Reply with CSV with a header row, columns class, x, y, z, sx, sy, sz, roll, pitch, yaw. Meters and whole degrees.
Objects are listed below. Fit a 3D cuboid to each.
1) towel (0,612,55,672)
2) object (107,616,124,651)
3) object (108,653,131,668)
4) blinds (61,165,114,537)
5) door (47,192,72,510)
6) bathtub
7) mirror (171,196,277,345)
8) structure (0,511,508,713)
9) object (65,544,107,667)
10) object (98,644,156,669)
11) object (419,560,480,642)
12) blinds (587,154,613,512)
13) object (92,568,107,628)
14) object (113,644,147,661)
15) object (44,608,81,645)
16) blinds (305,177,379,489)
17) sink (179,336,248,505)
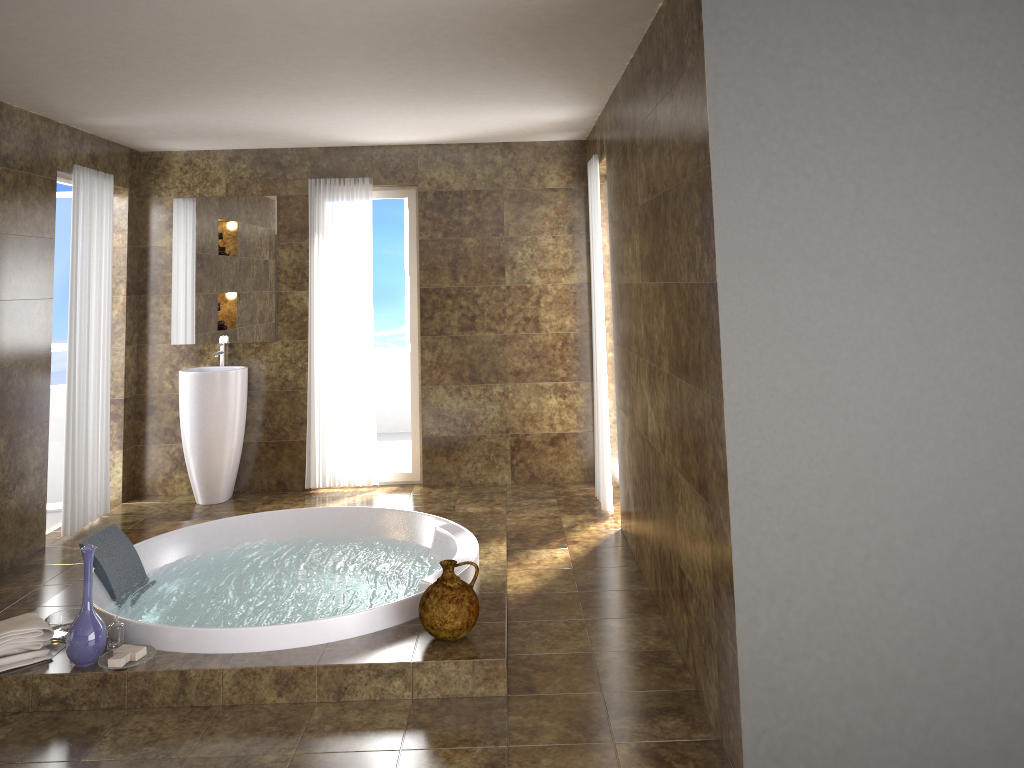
class,x,y,z,sx,sy,sz,roll,pitch,yaw
towel,-1.886,0.957,3.169,0.338,0.151,0.322,3,6,44
object,-1.490,0.933,3.251,0.057,0.116,0.057,1,-5,-38
object,-1.394,0.981,3.068,0.053,0.034,0.073,-2,4,0
blinds,-2.691,-0.261,5.541,0.068,2.296,0.590,-2,-5,0
door,-3.400,-0.244,6.000,0.962,2.247,0.039,-1,-6,-11
bathtub,-1.028,0.941,4.031,1.745,0.526,1.755,2,6,30
mirror,-2.121,-0.845,6.379,0.768,1.101,0.008,-2,-6,-1
structure,-1.026,0.949,4.032,2.004,0.125,2.004,-2,7,0
object,-1.544,0.797,3.141,0.136,0.423,0.134,-2,-5,7
object,-1.390,0.993,3.125,0.190,0.018,0.190,-3,7,-12
object,-0.239,0.815,3.276,0.230,0.277,0.228,-1,-1,-29
blinds,0.558,-0.369,5.680,0.069,2.297,0.476,-2,-6,0
object,-1.599,0.838,3.271,0.130,0.311,0.128,-2,-4,7
object,-1.387,0.976,3.138,0.100,0.032,0.061,0,4,15
object,-1.732,0.945,3.376,0.170,0.076,0.169,-3,5,-19
blinds,-1.248,-0.397,6.305,0.519,2.284,0.066,-2,-6,-1
sink,-2.091,0.243,6.039,0.459,1.146,0.430,-2,-5,2
